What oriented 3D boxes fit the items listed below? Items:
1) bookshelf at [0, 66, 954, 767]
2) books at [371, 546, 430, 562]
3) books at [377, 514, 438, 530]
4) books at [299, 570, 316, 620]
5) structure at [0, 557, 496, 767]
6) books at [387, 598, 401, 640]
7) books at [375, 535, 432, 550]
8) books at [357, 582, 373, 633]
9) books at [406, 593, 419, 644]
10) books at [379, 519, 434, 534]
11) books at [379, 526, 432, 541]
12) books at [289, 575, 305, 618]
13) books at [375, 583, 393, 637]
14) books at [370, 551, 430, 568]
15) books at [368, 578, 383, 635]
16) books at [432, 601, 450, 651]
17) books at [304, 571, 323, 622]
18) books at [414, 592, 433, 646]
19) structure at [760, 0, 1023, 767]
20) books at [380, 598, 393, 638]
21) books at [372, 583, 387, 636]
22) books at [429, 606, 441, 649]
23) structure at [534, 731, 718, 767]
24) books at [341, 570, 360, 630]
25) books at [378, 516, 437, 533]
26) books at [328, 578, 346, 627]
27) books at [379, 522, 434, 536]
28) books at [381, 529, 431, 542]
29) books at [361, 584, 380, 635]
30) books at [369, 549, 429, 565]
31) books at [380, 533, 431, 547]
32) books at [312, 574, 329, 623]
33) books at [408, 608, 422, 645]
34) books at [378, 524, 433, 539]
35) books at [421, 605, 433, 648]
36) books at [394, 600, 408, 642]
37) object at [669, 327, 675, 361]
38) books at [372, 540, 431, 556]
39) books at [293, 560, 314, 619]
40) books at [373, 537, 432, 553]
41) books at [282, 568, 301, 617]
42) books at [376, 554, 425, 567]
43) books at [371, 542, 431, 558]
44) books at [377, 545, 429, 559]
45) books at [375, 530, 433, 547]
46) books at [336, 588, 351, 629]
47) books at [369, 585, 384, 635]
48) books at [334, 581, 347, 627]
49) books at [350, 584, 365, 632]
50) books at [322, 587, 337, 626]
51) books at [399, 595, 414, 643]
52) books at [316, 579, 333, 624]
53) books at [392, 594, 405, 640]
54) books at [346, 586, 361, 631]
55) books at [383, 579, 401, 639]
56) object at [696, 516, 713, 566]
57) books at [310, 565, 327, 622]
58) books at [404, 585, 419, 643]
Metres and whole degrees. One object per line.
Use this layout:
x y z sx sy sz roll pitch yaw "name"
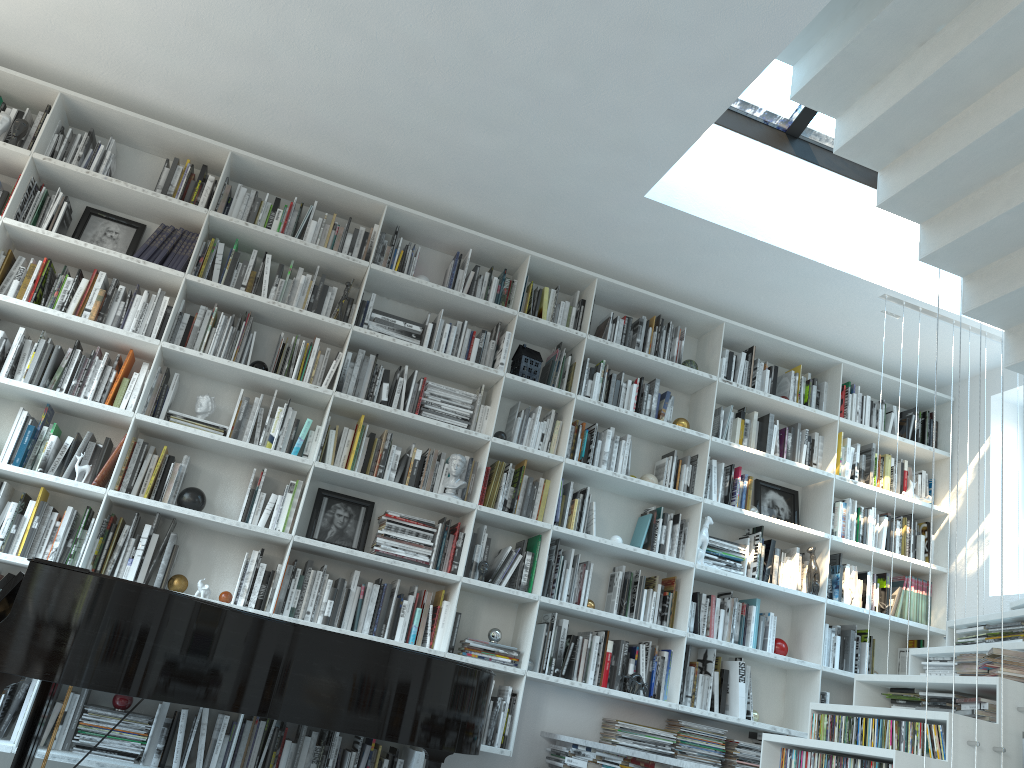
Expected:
-0.437 0.676 4.545 6.302 3.130 0.331 17 -21 -14 "bookshelf"
-0.569 0.873 4.501 0.285 0.012 0.160 15 -21 -9 "books"
-0.537 0.719 4.559 0.285 0.012 0.160 19 -22 -19 "books"
-1.003 1.035 4.316 0.024 0.246 0.132 17 -21 -14 "books"
-0.993 1.212 3.022 1.920 0.829 1.338 17 -21 -14 "structure"
-0.601 1.171 4.395 0.024 0.206 0.183 17 -21 -14 "books"
-0.558 0.819 4.521 0.285 0.012 0.160 15 -21 -9 "books"
-0.741 1.114 4.391 0.025 0.253 0.136 17 -21 -14 "books"
-0.515 1.180 4.443 0.014 0.255 0.145 17 -21 -14 "books"
-0.542 0.742 4.553 0.254 0.012 0.161 19 -22 -18 "books"
-0.550 0.776 4.542 0.254 0.012 0.161 18 -22 -17 "books"
-1.051 1.035 4.287 0.024 0.207 0.170 17 -21 -14 "books"
-0.650 1.127 4.389 0.028 0.263 0.162 17 -21 -14 "books"
-0.574 0.895 4.493 0.285 0.012 0.160 19 -22 -19 "books"
-0.695 1.112 4.404 0.014 0.285 0.135 17 -21 -14 "books"
-0.371 1.219 4.451 0.033 0.245 0.176 17 -21 -14 "books"
-0.974 1.038 4.306 0.027 0.244 0.180 17 -21 -14 "books"
-0.460 1.185 4.447 0.026 0.271 0.175 17 -21 -14 "books"
1.939 0.290 3.570 2.616 3.368 1.960 17 -21 -14 "structure"
-0.638 1.166 4.398 0.021 0.202 0.128 17 -21 -14 "books"
-0.670 1.125 4.390 0.010 0.260 0.182 17 -21 -14 "books"
-0.406 1.225 4.443 0.011 0.215 0.166 17 -21 -14 "books"
1.367 1.911 3.305 2.901 0.656 3.122 17 -21 -14 "structure"
-0.807 1.070 4.363 0.026 0.290 0.152 17 -21 -14 "books"
-0.541 0.732 4.561 0.285 0.012 0.160 16 -21 -12 "books"
-0.868 1.073 4.328 0.029 0.237 0.166 17 -21 -14 "books"
-0.545 0.754 4.551 0.254 0.012 0.161 18 -22 -17 "books"
-0.552 0.788 4.538 0.254 0.012 0.161 16 -21 -11 "books"
-0.710 1.118 4.371 0.026 0.244 0.192 17 -21 -14 "books"
-0.574 0.887 4.506 0.285 0.012 0.160 17 -21 -15 "books"
-0.555 0.809 4.526 0.254 0.012 0.161 19 -22 -19 "books"
-0.945 1.054 4.329 0.021 0.243 0.142 17 -21 -14 "books"
-0.497 1.212 4.412 0.023 0.182 0.169 17 -21 -14 "books"
-0.547 0.764 4.545 0.254 0.012 0.161 19 -22 -18 "books"
-0.430 1.219 4.435 0.042 0.211 0.169 17 -21 -14 "books"
-0.566 1.182 4.403 0.023 0.203 0.168 17 -21 -14 "books"
0.932 -0.187 5.356 0.006 0.296 0.130 17 -21 -14 "object"
-0.565 0.844 4.522 0.285 0.012 0.160 17 -21 -13 "books"
-1.025 1.010 4.323 0.027 0.289 0.141 17 -21 -14 "books"
-0.562 0.832 4.524 0.285 0.012 0.160 16 -21 -12 "books"
-1.068 1.013 4.275 0.027 0.233 0.168 17 -21 -14 "books"
-0.578 0.908 4.495 0.254 0.012 0.161 16 -21 -12 "books"
-0.568 0.855 4.520 0.285 0.012 0.160 17 -21 -14 "books"
-0.567 0.863 4.506 0.254 0.012 0.161 19 -22 -19 "books"
-0.553 0.797 4.530 0.285 0.012 0.160 15 -21 -9 "books"
-0.835 1.103 4.329 0.023 0.195 0.165 17 -21 -14 "books"
-0.684 1.129 4.396 0.011 0.250 0.159 17 -21 -14 "books"
-0.852 1.085 4.341 0.013 0.229 0.139 17 -21 -14 "books"
-0.764 1.110 4.367 0.031 0.236 0.159 17 -21 -14 "books"
-0.898 1.088 4.306 0.029 0.183 0.175 17 -21 -14 "books"
-0.542 1.175 4.414 0.023 0.233 0.175 17 -21 -14 "books"
-0.920 1.066 4.309 0.023 0.216 0.175 17 -21 -14 "books"
-0.584 1.166 4.414 0.014 0.234 0.154 17 -21 -14 "books"
-0.793 1.112 4.365 0.025 0.219 0.140 17 -21 -14 "books"
-0.611 1.125 4.408 0.012 0.295 0.178 17 -21 -14 "books"
1.053 0.867 4.895 0.087 0.287 0.075 5 -21 19 "object"
-0.951 1.026 4.314 0.013 0.281 0.167 17 -21 -14 "books"
-0.522 1.157 4.439 0.014 0.292 0.138 17 -21 -14 "books"
